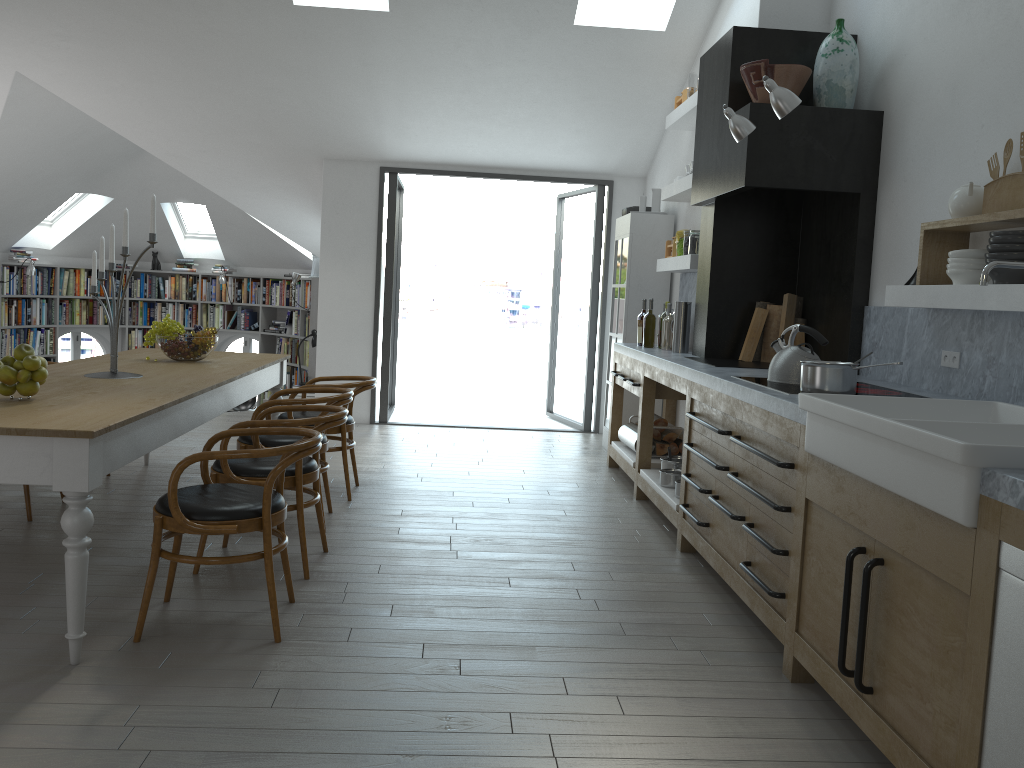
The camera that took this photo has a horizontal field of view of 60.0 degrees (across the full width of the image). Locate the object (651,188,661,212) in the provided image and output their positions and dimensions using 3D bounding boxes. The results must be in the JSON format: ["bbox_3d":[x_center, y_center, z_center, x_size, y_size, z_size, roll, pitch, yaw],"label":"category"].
[{"bbox_3d":[1.167,-1.475,7.188,0.072,0.210,0.071,5,5,20],"label":"object"}]

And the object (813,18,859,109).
[{"bbox_3d":[1.739,-1.695,4.750,0.231,0.502,0.231,6,6,37],"label":"object"}]

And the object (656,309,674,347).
[{"bbox_3d":[1.151,-0.404,6.445,0.184,0.285,0.184,5,5,20],"label":"object"}]

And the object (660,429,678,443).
[{"bbox_3d":[1.080,0.354,6.371,0.115,0.079,0.436,2,6,-6],"label":"object"}]

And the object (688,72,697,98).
[{"bbox_3d":[1.242,-2.048,6.111,0.063,0.186,0.063,0,5,-35],"label":"object"}]

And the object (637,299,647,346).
[{"bbox_3d":[0.968,-0.446,6.524,0.093,0.358,0.092,5,5,30],"label":"object"}]

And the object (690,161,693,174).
[{"bbox_3d":[1.256,-1.480,6.125,0.064,0.124,0.068,2,5,-10],"label":"object"}]

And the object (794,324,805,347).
[{"bbox_3d":[1.682,-0.228,5.199,0.057,0.251,0.114,3,4,-1],"label":"object"}]

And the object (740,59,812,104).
[{"bbox_3d":[1.404,-1.578,4.755,0.366,0.236,0.348,4,6,14],"label":"object"}]

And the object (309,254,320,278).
[{"bbox_3d":[-2.527,-1.600,11.451,0.179,0.471,0.179,3,4,5],"label":"object"}]

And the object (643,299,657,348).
[{"bbox_3d":[0.983,-0.429,6.327,0.093,0.358,0.092,7,6,40],"label":"object"}]

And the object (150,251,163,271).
[{"bbox_3d":[-4.940,-1.710,12.331,0.147,0.264,0.202,2,5,-7],"label":"object"}]

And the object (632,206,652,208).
[{"bbox_3d":[1.092,-1.438,7.522,0.170,0.119,0.170,3,5,-4],"label":"object"}]

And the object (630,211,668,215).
[{"bbox_3d":[1.114,-1.383,7.216,0.295,0.025,0.151,5,6,20],"label":"object"}]

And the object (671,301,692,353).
[{"bbox_3d":[1.134,-0.381,5.936,0.114,0.339,0.165,3,5,-1],"label":"object"}]

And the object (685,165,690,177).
[{"bbox_3d":[1.259,-1.500,6.322,0.064,0.124,0.068,2,5,-10],"label":"object"}]

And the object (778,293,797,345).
[{"bbox_3d":[1.607,-0.321,5.209,0.078,0.426,0.148,6,5,31],"label":"object"}]

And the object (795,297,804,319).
[{"bbox_3d":[1.690,-0.303,5.368,0.110,0.457,0.089,3,4,-4],"label":"object"}]

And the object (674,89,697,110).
[{"bbox_3d":[1.287,-2.072,6.541,0.120,0.146,0.238,3,5,-4],"label":"object"}]

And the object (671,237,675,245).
[{"bbox_3d":[1.232,-1.073,6.684,0.058,0.075,0.059,5,5,19],"label":"object"}]

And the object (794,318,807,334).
[{"bbox_3d":[1.696,-0.245,5.281,0.110,0.295,0.105,1,5,-29],"label":"object"}]

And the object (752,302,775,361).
[{"bbox_3d":[1.521,-0.314,5.383,0.131,0.366,0.068,4,4,10],"label":"object"}]

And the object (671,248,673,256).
[{"bbox_3d":[1.228,-0.987,6.690,0.058,0.075,0.059,5,5,19],"label":"object"}]

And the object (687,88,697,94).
[{"bbox_3d":[1.251,-2.011,6.185,0.071,0.098,0.071,-1,6,-39],"label":"object"}]

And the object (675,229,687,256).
[{"bbox_3d":[1.232,-1.003,6.357,0.128,0.199,0.164,2,5,-9],"label":"object"}]

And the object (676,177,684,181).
[{"bbox_3d":[1.247,-1.502,6.575,0.054,0.071,0.054,3,5,-5],"label":"object"}]

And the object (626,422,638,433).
[{"bbox_3d":[0.902,0.351,6.339,0.092,0.093,0.438,2,6,-6],"label":"object"}]

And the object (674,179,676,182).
[{"bbox_3d":[1.244,-1.505,6.649,0.057,0.061,0.058,3,5,-4],"label":"object"}]

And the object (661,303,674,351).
[{"bbox_3d":[1.083,-0.394,6.141,0.085,0.330,0.085,3,4,5],"label":"object"}]

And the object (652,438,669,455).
[{"bbox_3d":[1.012,0.426,6.347,0.093,0.083,0.480,2,6,-6],"label":"object"}]

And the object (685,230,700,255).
[{"bbox_3d":[1.262,-0.950,5.945,0.207,0.177,0.103,5,5,18],"label":"object"}]

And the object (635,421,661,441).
[{"bbox_3d":[0.978,0.336,6.372,0.101,0.086,0.363,2,6,-6],"label":"object"}]

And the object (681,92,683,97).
[{"bbox_3d":[1.287,-2.141,6.606,0.058,0.075,0.059,5,5,19],"label":"object"}]

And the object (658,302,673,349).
[{"bbox_3d":[1.094,-0.414,6.284,0.092,0.338,0.092,4,4,14],"label":"object"}]

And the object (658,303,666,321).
[{"bbox_3d":[1.137,-0.443,6.636,0.085,0.330,0.085,3,4,5],"label":"object"}]

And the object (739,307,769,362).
[{"bbox_3d":[1.449,-0.293,5.323,0.148,0.335,0.081,2,4,-14],"label":"object"}]

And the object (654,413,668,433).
[{"bbox_3d":[1.036,0.277,6.407,0.104,0.102,0.292,2,6,-6],"label":"object"}]

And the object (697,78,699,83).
[{"bbox_3d":[1.268,-1.982,5.909,0.071,0.098,0.071,-1,6,-39],"label":"object"}]

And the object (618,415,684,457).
[{"bbox_3d":[1.025,0.378,6.333,0.429,0.231,0.528,2,6,-6],"label":"object"}]

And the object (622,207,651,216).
[{"bbox_3d":[1.091,-1.420,7.523,0.298,0.119,0.299,3,6,-4],"label":"object"}]

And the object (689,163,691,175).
[{"bbox_3d":[1.266,-1.488,6.211,0.064,0.124,0.068,2,5,-10],"label":"object"}]

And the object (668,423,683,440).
[{"bbox_3d":[1.159,0.335,6.358,0.071,0.072,0.423,2,6,-6],"label":"object"}]

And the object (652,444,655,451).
[{"bbox_3d":[0.936,0.432,6.342,0.067,0.067,0.423,2,6,-6],"label":"object"}]

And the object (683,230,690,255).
[{"bbox_3d":[1.246,-0.975,6.159,0.120,0.182,0.120,4,5,11],"label":"object"}]

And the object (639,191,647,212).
[{"bbox_3d":[1.068,-1.477,7.228,0.054,0.196,0.054,5,5,21],"label":"object"}]

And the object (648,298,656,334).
[{"bbox_3d":[1.042,-0.470,6.706,0.085,0.359,0.088,4,5,18],"label":"object"}]

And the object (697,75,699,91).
[{"bbox_3d":[1.302,-2.044,6.133,0.054,0.178,0.054,1,5,-27],"label":"object"}]

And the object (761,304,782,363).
[{"bbox_3d":[1.569,-0.291,5.314,0.130,0.366,0.072,4,4,15],"label":"object"}]

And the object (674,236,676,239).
[{"bbox_3d":[1.236,-1.066,6.617,0.058,0.075,0.059,5,5,19],"label":"object"}]

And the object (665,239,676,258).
[{"bbox_3d":[1.232,-1.004,6.620,0.120,0.146,0.238,3,5,-4],"label":"object"}]
